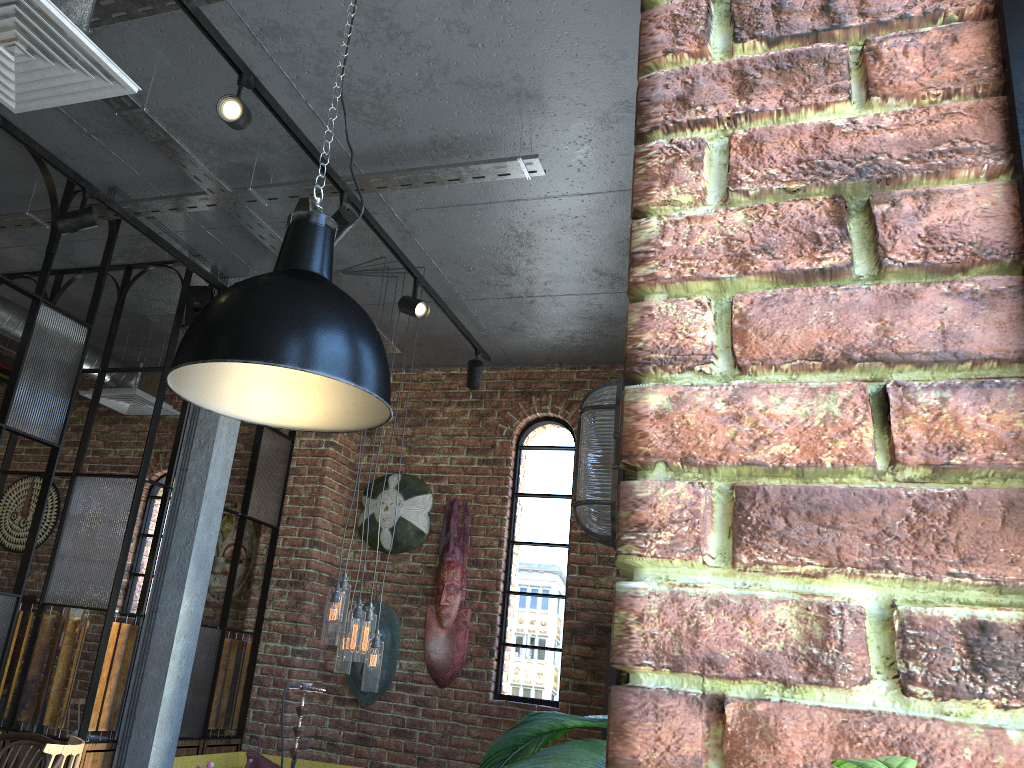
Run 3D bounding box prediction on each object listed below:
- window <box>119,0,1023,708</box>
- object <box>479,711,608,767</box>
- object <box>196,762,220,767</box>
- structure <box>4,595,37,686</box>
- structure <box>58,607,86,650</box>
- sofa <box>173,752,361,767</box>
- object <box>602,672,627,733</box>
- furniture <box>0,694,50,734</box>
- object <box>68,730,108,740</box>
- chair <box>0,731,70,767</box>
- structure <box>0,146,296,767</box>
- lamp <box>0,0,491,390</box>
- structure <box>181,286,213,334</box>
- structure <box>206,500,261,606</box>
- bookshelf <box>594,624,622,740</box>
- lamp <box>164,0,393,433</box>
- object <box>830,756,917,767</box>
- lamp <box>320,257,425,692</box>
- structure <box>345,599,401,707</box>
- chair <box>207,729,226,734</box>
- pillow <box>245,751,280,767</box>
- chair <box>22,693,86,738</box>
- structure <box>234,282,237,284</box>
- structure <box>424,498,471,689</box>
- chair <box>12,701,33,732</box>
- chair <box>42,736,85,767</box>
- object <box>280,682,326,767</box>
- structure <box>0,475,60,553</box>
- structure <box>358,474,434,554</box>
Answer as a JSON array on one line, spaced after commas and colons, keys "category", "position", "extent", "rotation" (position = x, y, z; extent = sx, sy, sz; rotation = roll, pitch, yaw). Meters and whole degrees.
[{"category": "window", "position": [0.098, 0.305, 3.048], "extent": [3.368, 2.441, 8.670], "rotation": [11, -19, -14]}, {"category": "object", "position": [0.217, 0.510, 1.091], "extent": [0.626, 0.755, 0.707], "rotation": [-1, -20, 18]}, {"category": "object", "position": [-0.557, 0.993, 1.760], "extent": [0.142, 0.433, 0.208], "rotation": [-10, -24, 36]}, {"category": "structure", "position": [-3.734, 1.896, 6.553], "extent": [0.268, 0.658, 0.154], "rotation": [-2, -21, 20]}, {"category": "structure", "position": [-3.186, 1.392, 6.539], "extent": [0.239, 1.125, 0.090], "rotation": [-2, -21, 20]}, {"category": "sofa", "position": [-0.779, 2.460, 4.583], "extent": [2.017, 0.766, 0.778], "rotation": [5, -19, 6]}, {"category": "object", "position": [0.642, 1.924, 3.693], "extent": [0.726, 1.536, 0.854], "rotation": [6, -19, -1]}, {"category": "furniture", "position": [-4.176, 2.412, 5.754], "extent": [1.489, 0.826, 1.438], "rotation": [0, -20, 20]}, {"category": "object", "position": [-2.417, 2.015, 5.027], "extent": [0.279, 0.052, 0.312], "rotation": [-1, -20, 23]}, {"category": "chair", "position": [-1.944, 1.708, 3.053], "extent": [0.415, 0.919, 0.506], "rotation": [0, -20, 14]}, {"category": "structure", "position": [-4.542, 0.165, 3.218], "extent": [6.090, 3.341, 5.769], "rotation": [5, -19, 4]}, {"category": "lamp", "position": [-3.956, -1.056, 3.779], "extent": [6.463, 0.275, 6.970], "rotation": [0, -20, 20]}, {"category": "structure", "position": [-1.785, -0.413, 5.004], "extent": [0.183, 0.269, 0.166], "rotation": [8, -19, -6]}, {"category": "structure", "position": [-2.025, 1.173, 6.163], "extent": [0.608, 0.730, 0.122], "rotation": [-2, -20, 20]}, {"category": "bookshelf", "position": [0.812, 2.140, 4.490], "extent": [0.842, 1.676, 0.305], "rotation": [-2, -21, 20]}, {"category": "lamp", "position": [-0.482, -0.585, 2.268], "extent": [0.552, 1.333, 0.504], "rotation": [-9, -24, 35]}, {"category": "object", "position": [-0.015, 0.272, 0.029], "extent": [0.438, 0.485, 0.439], "rotation": [-11, -25, 40]}, {"category": "lamp", "position": [-0.769, 0.383, 4.400], "extent": [0.524, 2.130, 0.275], "rotation": [-13, -26, 42]}, {"category": "structure", "position": [-0.891, 1.676, 5.509], "extent": [0.379, 0.643, 0.100], "rotation": [-2, -21, 22]}, {"category": "chair", "position": [-2.015, 2.497, 5.381], "extent": [0.457, 0.925, 0.523], "rotation": [-11, -25, 39]}, {"category": "pillow", "position": [-0.767, 2.283, 4.686], "extent": [1.521, 0.455, 0.392], "rotation": [3, -19, 10]}, {"category": "chair", "position": [-2.299, 2.077, 4.371], "extent": [0.543, 1.010, 0.443], "rotation": [3, -19, 7]}, {"category": "structure", "position": [-1.495, -0.416, 4.888], "extent": [0.159, 0.269, 0.191], "rotation": [16, -22, -28]}, {"category": "structure", "position": [-0.380, 1.302, 5.513], "extent": [0.219, 1.152, 0.233], "rotation": [14, -21, -23]}, {"category": "chair", "position": [-2.662, 2.293, 5.019], "extent": [0.511, 0.919, 0.412], "rotation": [10, -20, -14]}, {"category": "chair", "position": [-1.527, 1.513, 2.447], "extent": [0.446, 1.010, 0.539], "rotation": [8, -19, -8]}, {"category": "object", "position": [-0.960, 1.654, 3.783], "extent": [0.172, 0.707, 0.254], "rotation": [2, -20, 10]}, {"category": "structure", "position": [-3.843, 1.020, 6.962], "extent": [0.682, 0.622, 0.076], "rotation": [-1, -20, 19]}, {"category": "structure", "position": [-0.773, 0.844, 5.789], "extent": [0.548, 0.523, 0.142], "rotation": [-1, -20, 21]}]
